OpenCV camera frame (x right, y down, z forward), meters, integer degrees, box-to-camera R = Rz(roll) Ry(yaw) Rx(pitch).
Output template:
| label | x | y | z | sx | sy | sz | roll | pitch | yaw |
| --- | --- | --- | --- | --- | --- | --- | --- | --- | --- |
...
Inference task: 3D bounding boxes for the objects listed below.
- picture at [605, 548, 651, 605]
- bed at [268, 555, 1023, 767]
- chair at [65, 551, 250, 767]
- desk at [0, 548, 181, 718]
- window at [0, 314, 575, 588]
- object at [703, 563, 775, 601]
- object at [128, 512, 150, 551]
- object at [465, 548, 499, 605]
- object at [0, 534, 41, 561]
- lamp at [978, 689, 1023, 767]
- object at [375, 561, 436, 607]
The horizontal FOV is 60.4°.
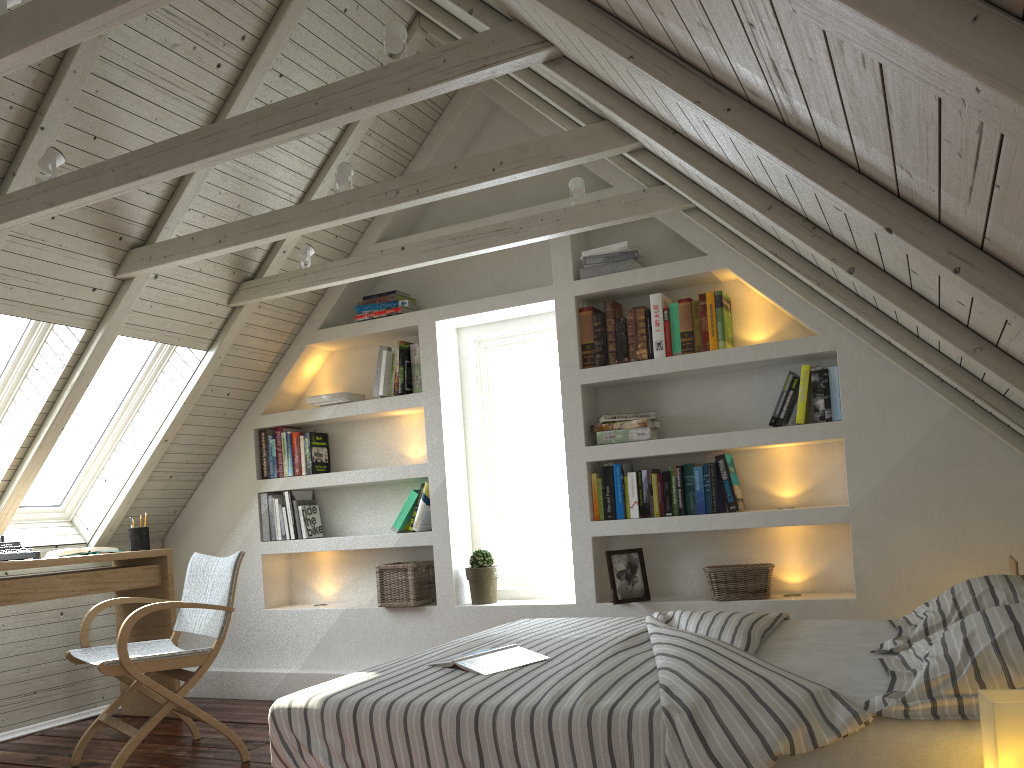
| label | x | y | z | sx | sy | sz | roll | pitch | yaw |
| --- | --- | --- | --- | --- | --- | --- | --- | --- | --- |
| picture | 0.471 | 0.809 | 3.710 | 0.173 | 0.222 | 0.127 | -2 | -3 | -24 |
| bed | 0.535 | 0.825 | 2.411 | 1.888 | 0.700 | 1.879 | -8 | -8 | 26 |
| chair | -1.356 | 1.059 | 3.381 | 0.558 | 0.787 | 0.555 | -1 | -4 | -39 |
| desk | -2.059 | 1.145 | 3.696 | 0.379 | 0.800 | 1.328 | -5 | -6 | 25 |
| window | -1.240 | 0.306 | 3.735 | 3.096 | 1.367 | 1.412 | -4 | -5 | 3 |
| object | 0.921 | 0.800 | 3.558 | 0.284 | 0.133 | 0.178 | -6 | -6 | 17 |
| object | -1.772 | 0.704 | 4.178 | 0.088 | 0.185 | 0.089 | -4 | -2 | -11 |
| object | -0.137 | 0.886 | 4.094 | 0.160 | 0.270 | 0.160 | -5 | -3 | 18 |
| object | -2.160 | 0.608 | 3.564 | 0.355 | 0.237 | 0.390 | -6 | -7 | 20 |
| lamp | 0.797 | 0.612 | 1.373 | 0.090 | 0.251 | 0.090 | -5 | -2 | 16 |
| object | -0.511 | 0.963 | 4.243 | 0.205 | 0.200 | 0.205 | -6 | -5 | 26 |
